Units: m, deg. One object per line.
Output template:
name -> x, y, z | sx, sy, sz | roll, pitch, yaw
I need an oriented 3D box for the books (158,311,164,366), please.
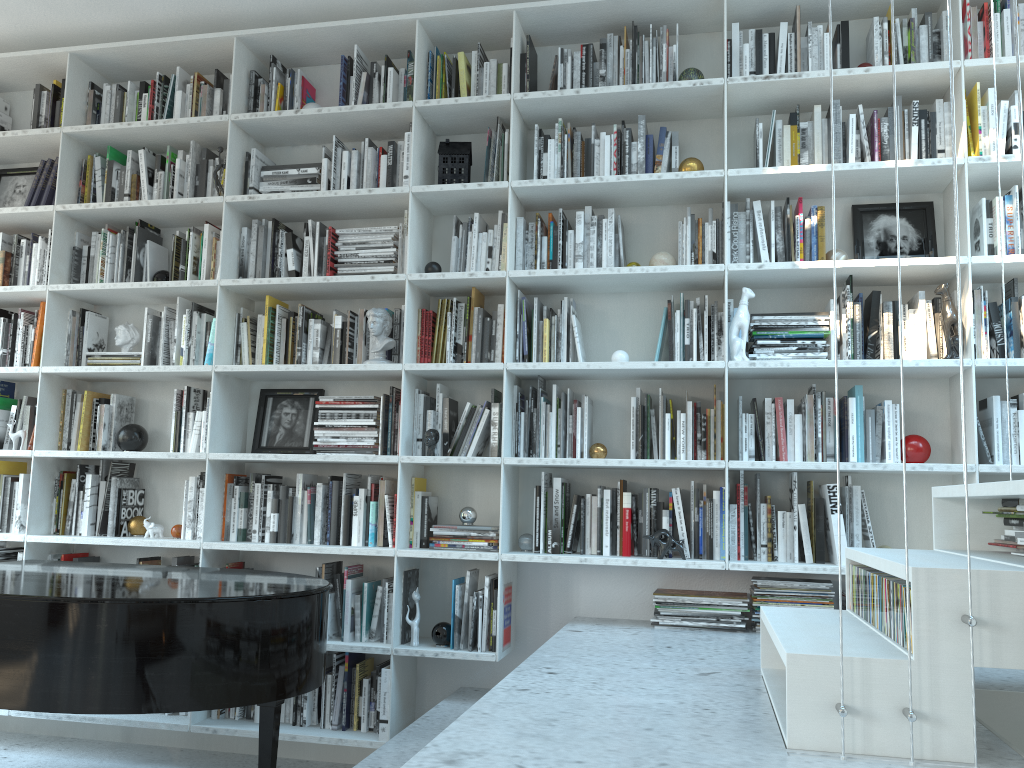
books -> -1.541, -0.182, 4.017 | 0.022, 0.267, 0.151 | 0, -7, 12

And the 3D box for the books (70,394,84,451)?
books -> -1.938, 0.185, 4.053 | 0.036, 0.263, 0.167 | 0, -7, 12

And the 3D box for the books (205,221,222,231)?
books -> -1.353, -0.567, 4.019 | 0.006, 0.303, 0.165 | 0, -7, 12

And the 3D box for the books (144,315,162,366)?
books -> -1.593, -0.174, 4.013 | 0.030, 0.247, 0.174 | 0, -7, 12

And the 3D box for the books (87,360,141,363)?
books -> -1.776, -0.092, 4.053 | 0.254, 0.012, 0.161 | 0, -8, 7

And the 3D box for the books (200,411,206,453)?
books -> -1.316, 0.221, 3.917 | 0.024, 0.188, 0.172 | 0, -7, 12

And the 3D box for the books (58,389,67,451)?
books -> -2.020, 0.176, 4.084 | 0.012, 0.284, 0.159 | 0, -7, 12

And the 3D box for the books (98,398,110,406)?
books -> -1.839, 0.195, 4.051 | 0.028, 0.247, 0.143 | 0, -7, 12

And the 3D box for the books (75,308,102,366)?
books -> -1.974, -0.193, 4.132 | 0.011, 0.297, 0.136 | 0, -7, 12

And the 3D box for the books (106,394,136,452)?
books -> -1.775, 0.185, 4.029 | 0.028, 0.265, 0.145 | 0, -7, 12

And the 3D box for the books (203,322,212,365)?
books -> -1.329, -0.157, 3.979 | 0.026, 0.219, 0.150 | 0, -7, 12

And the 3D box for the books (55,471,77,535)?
books -> -2.006, 0.538, 4.025 | 0.013, 0.283, 0.146 | 0, -7, 12

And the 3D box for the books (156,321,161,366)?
books -> -1.561, -0.160, 4.034 | 0.024, 0.226, 0.138 | 0, -7, 12

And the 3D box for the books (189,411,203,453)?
books -> -1.356, 0.220, 3.921 | 0.057, 0.188, 0.156 | 0, -7, 12

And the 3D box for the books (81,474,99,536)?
books -> -1.848, 0.544, 3.983 | 0.027, 0.268, 0.185 | 0, -7, 12

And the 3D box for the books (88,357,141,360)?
books -> -1.775, -0.103, 4.058 | 0.254, 0.012, 0.161 | 0, -8, 9

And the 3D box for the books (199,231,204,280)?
books -> -1.360, -0.542, 4.015 | 0.006, 0.252, 0.180 | 0, -7, 12

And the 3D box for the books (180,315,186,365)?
books -> -1.426, -0.173, 3.982 | 0.028, 0.246, 0.170 | 0, -7, 12

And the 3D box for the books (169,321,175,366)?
books -> -1.495, -0.160, 4.008 | 0.048, 0.224, 0.149 | 0, -7, 12

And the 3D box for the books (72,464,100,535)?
books -> -1.912, 0.523, 4.002 | 0.014, 0.313, 0.166 | 0, -7, 12

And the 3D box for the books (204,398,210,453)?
books -> -1.300, 0.191, 3.906 | 0.012, 0.244, 0.171 | 0, -7, 12

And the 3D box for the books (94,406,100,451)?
books -> -1.825, 0.212, 4.025 | 0.011, 0.207, 0.180 | 0, -7, 12

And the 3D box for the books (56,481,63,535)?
books -> -1.986, 0.560, 4.014 | 0.030, 0.239, 0.157 | 0, -7, 12

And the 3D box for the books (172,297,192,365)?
books -> -1.467, -0.214, 4.000 | 0.010, 0.329, 0.173 | 0, -7, 12

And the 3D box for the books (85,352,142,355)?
books -> -1.775, -0.127, 4.059 | 0.285, 0.012, 0.160 | 0, -8, 8

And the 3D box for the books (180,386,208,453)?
books -> -1.416, 0.167, 3.949 | 0.012, 0.297, 0.166 | 0, -7, 12

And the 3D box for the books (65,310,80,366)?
books -> -2.011, -0.188, 4.128 | 0.012, 0.284, 0.159 | 0, -7, 12

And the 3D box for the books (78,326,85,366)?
books -> -1.955, -0.151, 4.112 | 0.034, 0.209, 0.136 | 0, -7, 12

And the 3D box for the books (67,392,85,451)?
books -> -1.967, 0.180, 4.068 | 0.026, 0.274, 0.154 | 0, -7, 12

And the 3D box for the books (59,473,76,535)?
books -> -1.967, 0.542, 4.004 | 0.012, 0.272, 0.181 | 0, -7, 12

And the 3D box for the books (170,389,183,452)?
books -> -1.464, 0.173, 3.955 | 0.012, 0.284, 0.159 | 0, -7, 12

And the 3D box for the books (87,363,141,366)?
books -> -1.776, -0.079, 4.053 | 0.254, 0.012, 0.161 | 0, -8, 8

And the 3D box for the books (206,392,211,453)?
books -> -1.279, 0.180, 3.909 | 0.027, 0.269, 0.178 | 0, -7, 12

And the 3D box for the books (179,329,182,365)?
books -> -1.448, -0.142, 4.002 | 0.025, 0.189, 0.140 | 0, -7, 12

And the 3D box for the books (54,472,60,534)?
books -> -2.017, 0.543, 4.036 | 0.013, 0.275, 0.147 | 0, -7, 12

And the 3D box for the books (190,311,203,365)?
books -> -1.378, -0.180, 3.972 | 0.023, 0.259, 0.170 | 0, -7, 12

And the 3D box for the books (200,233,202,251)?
books -> -1.375, -0.542, 4.024 | 0.017, 0.252, 0.139 | 0, -7, 12

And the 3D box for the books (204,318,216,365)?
books -> -1.292, -0.165, 3.948 | 0.060, 0.227, 0.179 | 0, -7, 12

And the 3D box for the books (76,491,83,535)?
books -> -1.894, 0.581, 3.995 | 0.024, 0.195, 0.157 | 0, -7, 12

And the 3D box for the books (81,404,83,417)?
books -> -1.908, 0.203, 4.048 | 0.025, 0.227, 0.153 | 0, -7, 12

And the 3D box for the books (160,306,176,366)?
books -> -1.527, -0.193, 4.003 | 0.012, 0.285, 0.167 | 0, -7, 12

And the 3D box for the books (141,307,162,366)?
books -> -1.622, -0.192, 4.027 | 0.012, 0.284, 0.159 | 0, -7, 12

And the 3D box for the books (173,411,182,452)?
books -> -1.448, 0.222, 3.941 | 0.025, 0.186, 0.154 | 0, -7, 12

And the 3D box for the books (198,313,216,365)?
books -> -1.352, -0.175, 3.986 | 0.022, 0.256, 0.152 | 0, -7, 12

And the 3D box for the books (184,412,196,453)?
books -> -1.395, 0.225, 3.944 | 0.030, 0.182, 0.154 | 0, -7, 12

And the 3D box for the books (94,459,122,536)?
books -> -1.823, 0.513, 4.007 | 0.013, 0.338, 0.138 | 0, -7, 12

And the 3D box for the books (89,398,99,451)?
books -> -1.863, 0.195, 4.039 | 0.014, 0.243, 0.153 | 0, -7, 12

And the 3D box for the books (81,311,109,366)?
books -> -1.929, -0.185, 4.105 | 0.021, 0.277, 0.136 | 0, -7, 12

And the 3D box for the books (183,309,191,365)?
books -> -1.408, -0.184, 3.969 | 0.012, 0.265, 0.193 | 0, -7, 12

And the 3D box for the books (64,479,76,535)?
books -> -1.940, 0.555, 4.005 | 0.042, 0.247, 0.163 | 0, -7, 12

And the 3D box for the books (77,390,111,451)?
books -> -1.887, 0.177, 4.025 | 0.026, 0.274, 0.190 | 0, -7, 12

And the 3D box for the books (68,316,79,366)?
books -> -1.995, -0.175, 4.116 | 0.024, 0.257, 0.134 | 0, -7, 12

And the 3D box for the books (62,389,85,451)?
books -> -1.992, 0.175, 4.069 | 0.025, 0.284, 0.145 | 0, -7, 12

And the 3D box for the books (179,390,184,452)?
books -> -1.427, 0.171, 3.954 | 0.011, 0.291, 0.156 | 0, -7, 12

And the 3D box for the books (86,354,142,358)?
books -> -1.774, -0.115, 4.062 | 0.285, 0.012, 0.159 | 0, -8, 14

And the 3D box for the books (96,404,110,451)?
books -> -1.807, 0.207, 4.017 | 0.028, 0.216, 0.175 | 0, -7, 12

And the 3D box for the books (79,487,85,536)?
books -> -1.872, 0.571, 3.988 | 0.021, 0.215, 0.172 | 0, -7, 12

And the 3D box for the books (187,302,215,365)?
books -> -1.395, -0.200, 3.977 | 0.011, 0.300, 0.178 | 0, -7, 12
